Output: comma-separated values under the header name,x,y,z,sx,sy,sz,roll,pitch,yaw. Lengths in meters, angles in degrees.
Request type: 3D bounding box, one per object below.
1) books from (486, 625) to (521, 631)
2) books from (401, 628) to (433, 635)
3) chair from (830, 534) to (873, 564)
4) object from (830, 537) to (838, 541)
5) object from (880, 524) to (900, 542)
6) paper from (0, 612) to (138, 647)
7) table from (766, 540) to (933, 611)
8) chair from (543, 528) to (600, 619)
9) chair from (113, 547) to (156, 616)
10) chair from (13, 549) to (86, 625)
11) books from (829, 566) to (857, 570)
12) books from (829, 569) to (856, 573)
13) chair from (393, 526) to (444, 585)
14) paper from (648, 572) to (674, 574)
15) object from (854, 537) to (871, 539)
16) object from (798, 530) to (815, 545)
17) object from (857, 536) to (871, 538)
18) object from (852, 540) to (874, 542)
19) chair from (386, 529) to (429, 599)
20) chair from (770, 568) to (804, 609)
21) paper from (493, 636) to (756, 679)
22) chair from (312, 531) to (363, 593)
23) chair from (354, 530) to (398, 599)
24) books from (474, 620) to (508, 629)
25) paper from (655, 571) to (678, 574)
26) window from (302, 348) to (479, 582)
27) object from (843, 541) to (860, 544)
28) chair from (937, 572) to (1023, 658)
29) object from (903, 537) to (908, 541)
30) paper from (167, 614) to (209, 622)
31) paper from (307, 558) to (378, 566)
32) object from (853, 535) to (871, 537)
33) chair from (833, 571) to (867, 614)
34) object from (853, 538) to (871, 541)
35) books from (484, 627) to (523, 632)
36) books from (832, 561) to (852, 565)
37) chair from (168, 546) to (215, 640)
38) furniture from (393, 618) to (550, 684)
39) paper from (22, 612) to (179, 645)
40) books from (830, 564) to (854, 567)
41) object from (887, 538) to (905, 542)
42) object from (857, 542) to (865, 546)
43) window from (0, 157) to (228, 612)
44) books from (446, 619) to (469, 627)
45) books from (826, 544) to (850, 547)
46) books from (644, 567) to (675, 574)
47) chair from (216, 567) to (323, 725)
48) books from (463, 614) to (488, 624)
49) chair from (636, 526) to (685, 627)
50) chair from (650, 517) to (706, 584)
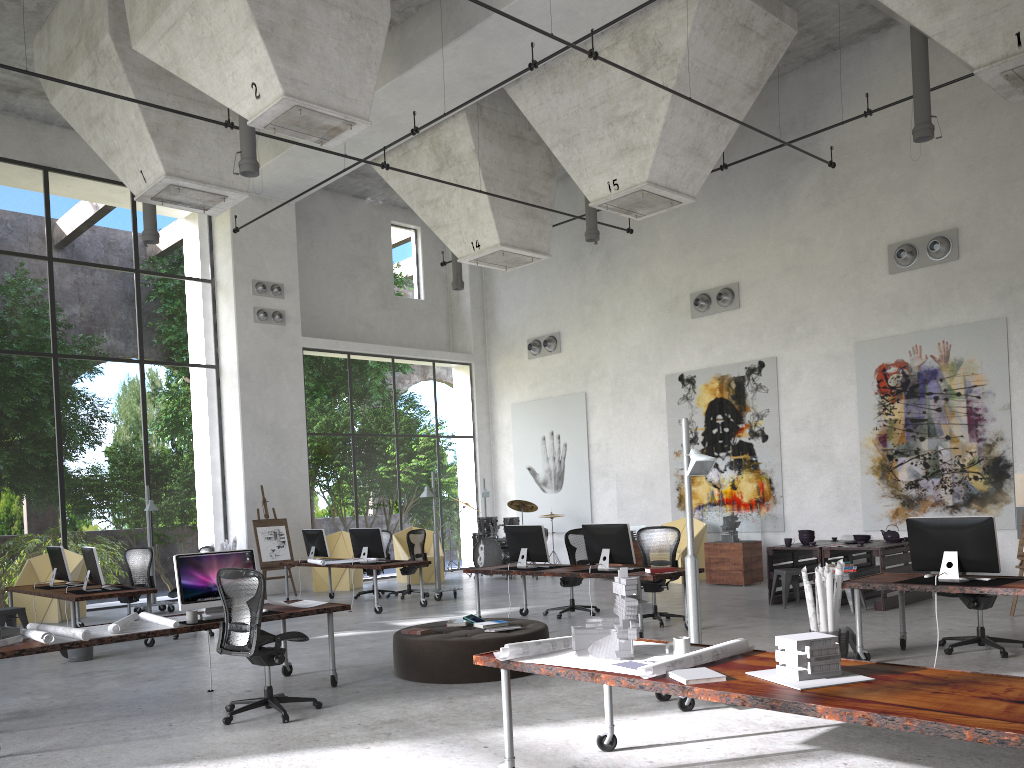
name,x,y,z,sx,sy,sz,roll,pitch,yaw
books,-0.081,2.278,8.200,0.301,0.040,0.222,-2,-7,-8
books,-0.896,2.331,8.283,0.256,0.032,0.175,-9,-9,38
chair,5.151,2.697,13.238,0.697,0.818,0.773,-5,-4,32
object,4.632,2.223,12.592,0.137,0.056,0.117,1,-7,-28
object,5.169,2.032,11.979,0.219,0.232,0.212,-6,-5,45
paper,-3.431,1.903,6.772,0.891,0.103,1.947,-2,-8,-5
table,4.590,2.566,11.971,1.505,0.793,1.613,3,-8,-43
chair,0.782,2.548,11.920,0.795,1.183,0.770,-4,-2,31
chair,-5.541,2.969,12.752,0.771,1.183,0.794,-3,-2,11
chair,-7.581,3.308,14.414,0.979,1.167,0.938,-3,-3,2
books,4.150,2.311,11.048,0.284,0.033,0.199,-1,-8,-12
books,4.151,2.345,11.049,0.284,0.035,0.199,-3,-7,3
chair,-1.915,3.533,18.184,0.977,1.167,0.940,-2,-3,-24
paper,1.650,2.085,9.728,0.290,0.001,0.212,-4,-8,9
object,4.801,2.121,12.040,0.230,0.062,0.229,-9,-9,42
object,4.060,2.110,12.098,0.213,0.214,0.194,1,-5,-42
object,4.802,2.108,12.044,0.230,0.062,0.228,-9,-9,42
object,4.804,2.157,12.043,0.296,0.024,0.297,-6,-8,24
chair,-1.830,3.136,15.362,0.793,1.183,0.772,-3,-2,11
chair,3.731,2.725,11.753,0.419,0.488,0.440,-2,-3,-8
paper,0.605,1.433,4.749,1.083,0.105,0.977,-9,-10,41
chair,-3.482,3.514,17.462,0.980,1.167,0.938,-3,-3,5
chair,-2.442,3.208,15.676,0.770,1.183,0.796,-3,-2,-4
books,-0.199,2.313,8.455,0.284,0.033,0.199,2,-9,-30
paper,1.658,2.083,9.732,0.290,0.001,0.212,1,-8,-26
window,-2.513,1.827,19.402,4.558,4.885,0.020,0,-2,-43
object,4.593,2.144,11.866,0.236,0.019,0.234,-10,-10,42
chair,4.322,1.868,8.123,0.796,1.183,0.770,-4,-3,36
object,5.319,2.087,11.823,0.116,0.056,0.138,-4,-7,7
paper,-2.737,2.009,7.562,0.484,0.001,0.432,2,-9,-32
paper,-2.816,2.912,14.602,1.074,0.105,0.984,2,-9,-33
object,4.796,2.097,12.046,0.229,0.058,0.230,4,-10,-43
chair,4.158,2.607,11.034,0.422,0.488,0.437,-6,-4,42
object,4.801,2.136,12.042,0.229,0.047,0.231,-4,-7,6
books,-0.076,2.282,8.174,0.300,0.031,0.222,1,-8,-28
books,4.147,2.250,11.050,0.204,0.025,0.145,-3,-7,3
chair,-4.264,2.777,11.782,0.774,1.183,0.792,-4,-3,36
furniture,-0.387,2.551,8.477,1.508,0.427,1.520,3,-9,-41
paper,-3.239,1.909,6.911,1.076,0.105,0.983,4,-10,-43
books,4.144,2.279,11.051,0.254,0.032,0.176,-4,-7,8
object,5.121,2.084,11.716,0.230,0.047,0.230,-6,-8,24
object,4.494,2.063,11.337,0.138,0.056,0.117,-5,-7,22
window,-7.941,0.128,15.350,5.954,7.839,0.067,0,-1,-43
books,-0.536,2.359,8.682,0.197,0.035,0.287,-3,-7,3
books,4.268,2.108,11.490,0.305,0.030,0.224,-5,-8,14
books,1.626,2.054,9.700,0.285,0.052,0.204,-1,-7,-11
chair,-1.980,2.021,6.959,0.772,1.183,0.793,-4,-2,21
books,-0.362,2.331,8.665,0.205,0.102,0.144,-7,-6,32
chair,1.773,2.352,10.819,0.772,1.183,0.794,-3,-2,16
chair,2.983,2.979,15.832,0.933,1.167,0.985,0,-4,-45
